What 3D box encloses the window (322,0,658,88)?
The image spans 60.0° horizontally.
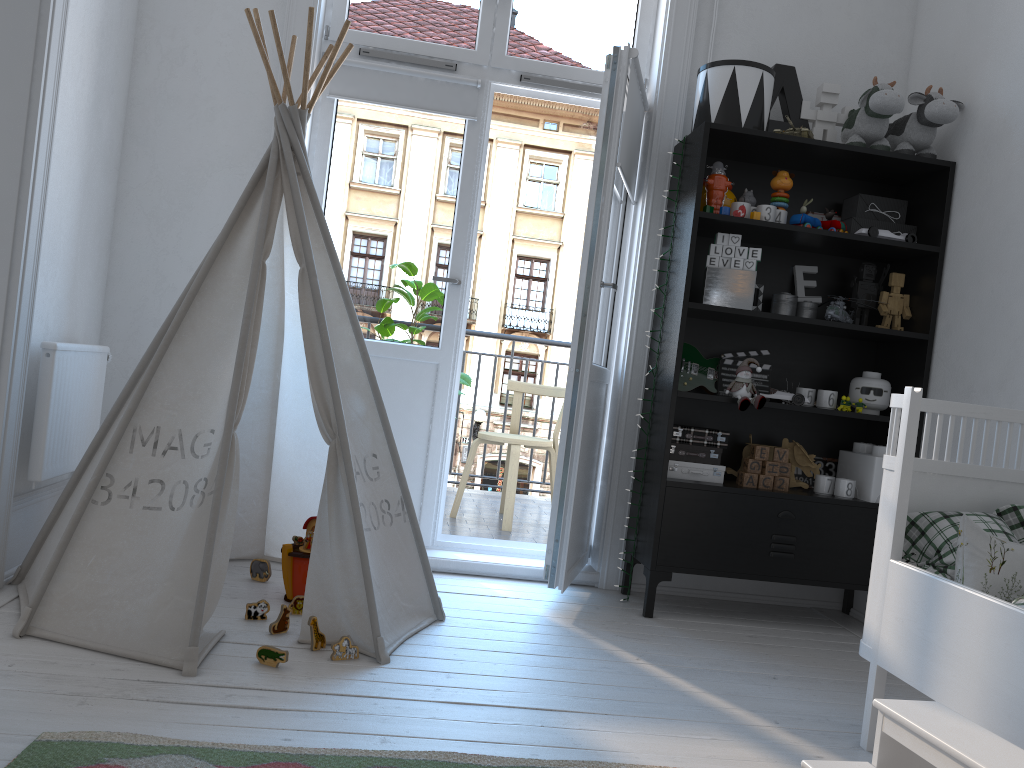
[{"bbox_3d":[-0.051,-1.518,3.390,1.263,0.660,0.101,7,1,-7],"label":"window"}]

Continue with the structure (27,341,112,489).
[{"bbox_3d":[-1.371,0.103,2.803,0.075,0.460,0.635,7,0,-11],"label":"structure"}]

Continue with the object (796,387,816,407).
[{"bbox_3d":[1.056,0.049,3.194,0.067,0.067,0.067,7,0,7],"label":"object"}]

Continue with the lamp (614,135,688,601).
[{"bbox_3d":[0.941,-0.003,3.256,0.985,1.684,0.095,7,1,-10],"label":"lamp"}]

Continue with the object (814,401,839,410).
[{"bbox_3d":[1.143,0.076,3.317,0.163,0.034,0.069,7,0,-7],"label":"object"}]

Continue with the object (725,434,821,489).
[{"bbox_3d":[0.964,0.287,3.267,0.337,0.186,0.111,7,1,8],"label":"object"}]

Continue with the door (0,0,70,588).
[{"bbox_3d":[-1.431,-0.528,2.155,0.505,2.177,1.464,7,1,-22],"label":"door"}]

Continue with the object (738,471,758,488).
[{"bbox_3d":[0.830,0.337,3.117,0.050,0.050,0.050,7,0,-7],"label":"object"}]

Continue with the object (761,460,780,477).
[{"bbox_3d":[0.909,0.297,3.126,0.050,0.050,0.050,7,0,-7],"label":"object"}]

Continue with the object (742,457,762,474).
[{"bbox_3d":[0.850,0.289,3.139,0.050,0.050,0.050,7,0,-7],"label":"object"}]

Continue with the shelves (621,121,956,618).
[{"bbox_3d":[0.974,0.004,3.196,0.911,1.678,0.353,7,1,-7],"label":"shelves"}]

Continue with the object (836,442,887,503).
[{"bbox_3d":[1.305,0.319,3.222,0.132,0.199,0.267,7,0,-7],"label":"object"}]

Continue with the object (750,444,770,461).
[{"bbox_3d":[0.875,0.243,3.133,0.050,0.050,0.050,7,0,-7],"label":"object"}]

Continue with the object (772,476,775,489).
[{"bbox_3d":[0.953,0.352,3.191,0.050,0.050,0.050,7,0,-7],"label":"object"}]

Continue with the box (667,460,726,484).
[{"bbox_3d":[0.631,0.306,3.182,0.216,0.062,0.179,7,0,-7],"label":"box"}]

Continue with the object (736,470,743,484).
[{"bbox_3d":[0.838,0.338,3.174,0.050,0.050,0.050,7,0,-7],"label":"object"}]

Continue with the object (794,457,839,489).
[{"bbox_3d":[1.100,0.331,3.375,0.347,0.120,0.034,7,1,-7],"label":"object"}]

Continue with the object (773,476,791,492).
[{"bbox_3d":[0.953,0.352,3.133,0.050,0.050,0.050,7,0,23],"label":"object"}]

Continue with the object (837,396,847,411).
[{"bbox_3d":[1.161,0.069,3.107,0.031,0.054,0.042,7,1,43],"label":"object"}]

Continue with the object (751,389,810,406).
[{"bbox_3d":[0.935,0.045,3.140,0.230,0.048,0.098,7,0,18],"label":"object"}]

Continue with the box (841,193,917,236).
[{"bbox_3d":[1.345,-0.590,3.273,0.251,0.189,0.179,7,0,-7],"label":"box"}]

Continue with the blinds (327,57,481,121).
[{"bbox_3d":[-0.403,-1.112,3.337,0.565,0.158,0.032,7,1,-7],"label":"blinds"}]

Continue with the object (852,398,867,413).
[{"bbox_3d":[1.230,0.077,3.139,0.042,0.054,0.031,7,1,38],"label":"object"}]

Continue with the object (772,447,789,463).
[{"bbox_3d":[0.953,0.252,3.145,0.050,0.050,0.050,7,0,13],"label":"object"}]

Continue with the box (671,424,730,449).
[{"bbox_3d":[0.646,0.184,3.182,0.216,0.062,0.179,7,0,-7],"label":"box"}]

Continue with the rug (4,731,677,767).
[{"bbox_3d":[-0.097,0.721,0.706,1.320,0.016,2.028,7,0,-7],"label":"rug"}]

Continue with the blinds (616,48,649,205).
[{"bbox_3d":[0.436,-0.893,3.161,0.032,0.390,0.565,7,0,13],"label":"blinds"}]

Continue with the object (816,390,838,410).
[{"bbox_3d":[1.120,0.057,3.155,0.067,0.067,0.067,7,0,7],"label":"object"}]

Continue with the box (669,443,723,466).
[{"bbox_3d":[0.620,0.243,3.178,0.216,0.062,0.179,7,0,-7],"label":"box"}]

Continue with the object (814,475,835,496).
[{"bbox_3d":[1.118,0.362,3.174,0.067,0.067,0.067,7,0,7],"label":"object"}]

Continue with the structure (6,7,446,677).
[{"bbox_3d":[-0.700,-0.223,2.559,1.143,1.750,1.143,7,1,-31],"label":"structure"}]

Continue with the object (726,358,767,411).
[{"bbox_3d":[0.799,0.001,3.004,0.110,0.186,0.129,7,1,-20],"label":"object"}]

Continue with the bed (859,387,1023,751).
[{"bbox_3d":[1.247,0.469,1.482,0.670,0.833,1.403,7,0,-7],"label":"bed"}]

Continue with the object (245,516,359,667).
[{"bbox_3d":[-0.540,0.526,2.509,0.385,0.284,0.856,7,0,-15],"label":"object"}]

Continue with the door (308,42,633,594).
[{"bbox_3d":[-0.179,-0.274,3.157,1.264,1.839,0.636,7,1,-5],"label":"door"}]

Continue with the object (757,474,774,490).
[{"bbox_3d":[0.888,0.344,3.125,0.050,0.050,0.050,7,0,-2],"label":"object"}]

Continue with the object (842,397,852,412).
[{"bbox_3d":[1.196,0.073,3.165,0.042,0.054,0.031,7,1,-7],"label":"object"}]

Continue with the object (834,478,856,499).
[{"bbox_3d":[1.173,0.369,3.126,0.067,0.067,0.067,7,0,7],"label":"object"}]

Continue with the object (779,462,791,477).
[{"bbox_3d":[0.958,0.302,3.160,0.050,0.050,0.050,7,0,-7],"label":"object"}]

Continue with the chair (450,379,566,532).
[{"bbox_3d":[0.019,0.341,4.482,0.436,0.715,0.498,7,1,38],"label":"chair"}]
